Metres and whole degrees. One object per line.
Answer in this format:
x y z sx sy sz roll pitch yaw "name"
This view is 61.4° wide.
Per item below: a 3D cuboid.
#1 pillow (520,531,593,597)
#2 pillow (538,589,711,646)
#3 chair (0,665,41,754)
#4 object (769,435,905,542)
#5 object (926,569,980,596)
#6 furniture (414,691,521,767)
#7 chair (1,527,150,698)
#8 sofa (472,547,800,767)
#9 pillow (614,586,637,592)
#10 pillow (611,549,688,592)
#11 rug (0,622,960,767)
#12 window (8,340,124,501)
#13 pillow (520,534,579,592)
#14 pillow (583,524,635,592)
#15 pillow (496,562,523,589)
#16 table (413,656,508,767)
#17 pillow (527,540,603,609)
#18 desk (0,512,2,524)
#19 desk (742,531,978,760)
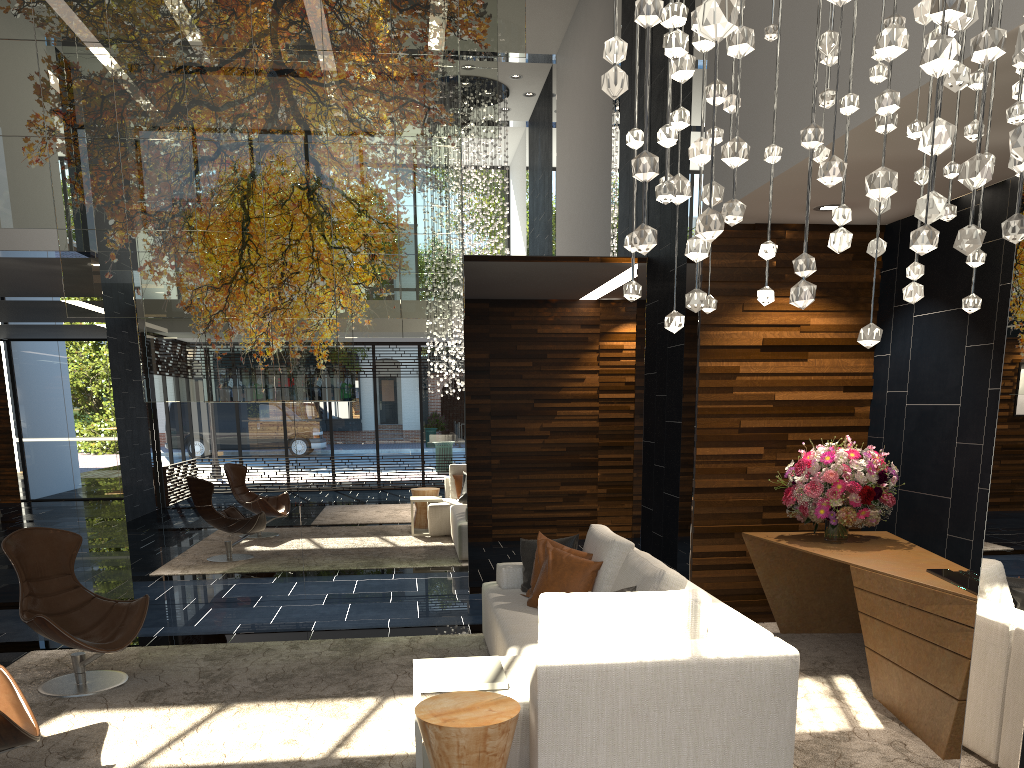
0.278 1.141 5.330 0.239 0.444 0.541 -8 8 -41 "pillow"
0.455 1.079 3.578 0.711 0.475 0.210 -1 9 -5 "pillow"
-2.307 1.280 3.378 0.778 0.960 0.662 -6 9 -38 "chair"
2.081 0.665 5.490 0.689 0.698 0.642 -2 6 -15 "object"
2.265 0.973 4.177 0.241 0.027 0.694 -1 -1 4 "object"
-0.162 1.467 3.253 0.390 0.538 0.382 3 8 28 "furniture"
-2.581 1.322 5.013 0.786 0.960 0.655 2 8 21 "chair"
0.325 1.408 4.693 1.290 0.701 2.784 -1 -1 -7 "sofa"
0.353 1.153 4.144 0.295 0.376 0.497 6 7 43 "pillow"
0.650 1.102 4.377 0.290 0.448 0.701 -1 3 -6 "pillow"
-0.160 1.766 4.651 5.897 0.006 3.138 0 -1 -6 "rug"
-6.783 0.658 15.511 3.955 2.939 0.057 -1 12 -6 "window"
0.230 1.150 5.539 0.548 0.428 0.250 3 8 40 "pillow"
0.548 1.117 5.250 0.247 0.464 0.701 -2 3 -7 "pillow"
0.208 1.281 5.833 0.622 0.156 0.234 0 3 -11 "pillow"
-0.236 1.509 3.883 0.400 0.481 0.388 -1 7 -7 "table"
0.293 1.161 5.116 0.265 0.425 0.511 -6 7 -36 "pillow"
-7.681 1.540 11.110 0.879 0.912 2.610 -1 0 -7 "desk"
2.207 1.375 5.003 0.989 0.768 2.191 -1 0 -7 "desk"
